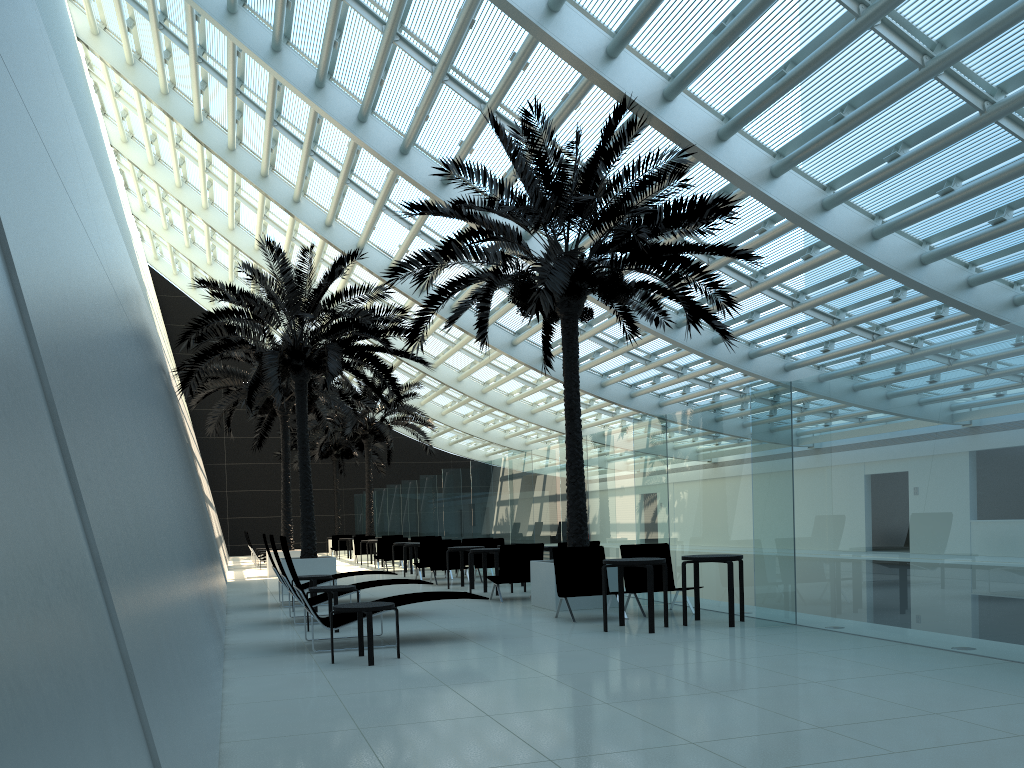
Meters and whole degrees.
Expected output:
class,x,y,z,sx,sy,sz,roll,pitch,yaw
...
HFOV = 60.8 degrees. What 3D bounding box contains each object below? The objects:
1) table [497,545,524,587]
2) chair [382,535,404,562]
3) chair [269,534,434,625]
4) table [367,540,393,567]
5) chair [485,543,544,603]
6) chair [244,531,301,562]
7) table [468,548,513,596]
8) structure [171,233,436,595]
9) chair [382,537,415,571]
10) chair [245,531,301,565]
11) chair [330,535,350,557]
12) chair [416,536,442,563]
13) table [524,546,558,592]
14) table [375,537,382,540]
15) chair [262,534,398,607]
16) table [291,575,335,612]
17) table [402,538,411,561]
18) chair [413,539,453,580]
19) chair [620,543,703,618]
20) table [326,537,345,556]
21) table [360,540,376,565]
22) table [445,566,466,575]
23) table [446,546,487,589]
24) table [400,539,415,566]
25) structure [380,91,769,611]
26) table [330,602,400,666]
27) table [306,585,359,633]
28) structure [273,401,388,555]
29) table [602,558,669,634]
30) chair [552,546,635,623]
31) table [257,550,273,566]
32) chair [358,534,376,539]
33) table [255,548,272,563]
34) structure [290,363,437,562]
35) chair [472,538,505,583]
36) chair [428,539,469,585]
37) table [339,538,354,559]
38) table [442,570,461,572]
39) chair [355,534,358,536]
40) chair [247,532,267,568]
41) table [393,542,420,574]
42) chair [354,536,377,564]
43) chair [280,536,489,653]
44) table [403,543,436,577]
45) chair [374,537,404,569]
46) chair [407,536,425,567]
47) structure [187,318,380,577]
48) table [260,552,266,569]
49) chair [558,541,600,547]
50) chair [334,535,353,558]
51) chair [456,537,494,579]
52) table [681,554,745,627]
class,x,y,z,sx,sy,sz,roll,pitch,yaw
table,0.074,3.462,16.661,0.682,0.775,0.683,-3,-3,20
chair,-3.837,5.409,28.659,0.715,0.881,0.897,-1,-4,-18
chair,-2.144,2.547,11.634,2.035,1.149,0.931,0,-3,-18
table,-3.898,5.014,25.773,0.682,0.775,0.682,-3,-3,25
chair,0.036,2.942,13.691,0.715,0.881,0.897,-1,-4,-18
chair,-8.956,6.064,32.714,2.035,1.149,0.931,0,-3,-18
table,-0.356,3.186,14.811,0.682,0.775,0.682,-3,-3,25
structure,-3.925,0.593,16.689,4.637,6.783,4.312,0,-2,-39
chair,-2.995,4.499,23.022,0.715,0.881,0.897,-1,-4,-18
chair,-8.135,5.640,30.171,2.035,1.149,0.931,0,-3,-18
chair,-6.999,6.574,35.461,0.715,0.881,0.897,-1,-4,-18
chair,-2.108,4.516,23.308,0.715,0.881,0.897,-1,-4,-18
table,0.566,3.204,15.109,0.682,0.775,0.682,-3,-3,25
table,-5.166,6.168,32.877,0.682,0.775,0.683,-3,-3,20
chair,-2.941,2.958,14.100,2.035,1.149,0.931,0,-3,-18
table,-2.935,3.090,12.877,0.556,0.513,0.557,-4,-4,25
table,-3.411,5.261,27.445,0.682,0.775,0.683,-3,-3,20
chair,-1.759,3.868,19.245,0.715,0.881,0.896,-1,-4,-18
chair,1.877,2.459,10.977,0.715,0.881,0.897,-1,-4,-18
table,-7.391,6.817,36.581,0.683,0.775,0.682,-3,-3,29
table,-4.333,5.243,27.148,0.682,0.775,0.683,-3,-3,20
table,-1.228,4.130,20.662,0.682,0.775,0.682,-3,-3,25
table,-0.848,3.444,16.364,0.682,0.775,0.683,-3,-3,20
table,-2.976,5.032,26.071,0.682,0.775,0.682,-3,-3,25
structure,0.848,-0.356,12.173,4.823,6.969,4.472,-2,-1,1
table,-1.341,2.268,7.946,0.556,0.513,0.557,-4,-4,25
table,-2.138,2.679,10.411,0.556,0.513,0.557,-4,-4,25
structure,-7.585,4.009,38.336,4.451,6.968,4.848,-1,-2,-39
table,1.350,2.310,9.563,0.683,0.775,0.682,-3,-3,29
chair,0.990,2.442,10.691,0.715,0.881,0.897,-1,-4,-18
table,-8.128,5.772,28.948,0.556,0.513,0.557,-4,-4,25
chair,-5.600,6.319,34.115,0.715,0.881,0.896,-1,-4,-18
table,-8.950,6.196,31.491,0.556,0.513,0.557,-4,-4,25
structure,-5.087,2.706,30.522,4.815,6.969,4.480,-1,-2,-24
chair,-0.356,3.612,17.888,0.715,0.881,0.897,-1,-4,-18
chair,-1.243,3.595,17.602,0.715,0.881,0.897,-1,-4,-18
table,-6.088,6.150,32.580,0.682,0.775,0.683,-3,-3,20
table,-1.674,4.365,22.070,0.682,0.775,0.683,-3,-3,20
chair,-6.112,6.591,35.747,0.715,0.881,0.897,-1,-4,-18
chair,-7.338,5.228,27.706,2.035,1.149,0.931,0,-3,-18
table,-2.596,4.347,21.773,0.682,0.775,0.683,-3,-3,20
chair,-4.724,5.392,28.373,0.715,0.881,0.897,-1,-4,-18
chair,-1.348,2.136,9.169,2.035,1.149,0.931,0,-3,-18
table,-2.151,4.112,20.365,0.682,0.775,0.682,-3,-3,25
chair,-3.507,4.771,24.653,0.715,0.881,0.897,-1,-4,-18
chair,-2.620,4.788,24.939,0.715,0.881,0.897,-1,-4,-18
structure,-5.980,1.518,22.377,4.299,6.843,4.652,-2,-2,16
table,-7.331,5.360,26.483,0.556,0.513,0.557,-3,-4,20
chair,0.923,2.959,13.977,0.715,0.881,0.897,-1,-4,-18
chair,-6.487,6.302,33.829,0.715,0.881,0.896,-1,-4,-18
chair,-0.872,3.886,19.531,0.715,0.881,0.896,-1,-4,-18
table,2.272,2.328,9.860,0.683,0.775,0.682,-3,-3,29
